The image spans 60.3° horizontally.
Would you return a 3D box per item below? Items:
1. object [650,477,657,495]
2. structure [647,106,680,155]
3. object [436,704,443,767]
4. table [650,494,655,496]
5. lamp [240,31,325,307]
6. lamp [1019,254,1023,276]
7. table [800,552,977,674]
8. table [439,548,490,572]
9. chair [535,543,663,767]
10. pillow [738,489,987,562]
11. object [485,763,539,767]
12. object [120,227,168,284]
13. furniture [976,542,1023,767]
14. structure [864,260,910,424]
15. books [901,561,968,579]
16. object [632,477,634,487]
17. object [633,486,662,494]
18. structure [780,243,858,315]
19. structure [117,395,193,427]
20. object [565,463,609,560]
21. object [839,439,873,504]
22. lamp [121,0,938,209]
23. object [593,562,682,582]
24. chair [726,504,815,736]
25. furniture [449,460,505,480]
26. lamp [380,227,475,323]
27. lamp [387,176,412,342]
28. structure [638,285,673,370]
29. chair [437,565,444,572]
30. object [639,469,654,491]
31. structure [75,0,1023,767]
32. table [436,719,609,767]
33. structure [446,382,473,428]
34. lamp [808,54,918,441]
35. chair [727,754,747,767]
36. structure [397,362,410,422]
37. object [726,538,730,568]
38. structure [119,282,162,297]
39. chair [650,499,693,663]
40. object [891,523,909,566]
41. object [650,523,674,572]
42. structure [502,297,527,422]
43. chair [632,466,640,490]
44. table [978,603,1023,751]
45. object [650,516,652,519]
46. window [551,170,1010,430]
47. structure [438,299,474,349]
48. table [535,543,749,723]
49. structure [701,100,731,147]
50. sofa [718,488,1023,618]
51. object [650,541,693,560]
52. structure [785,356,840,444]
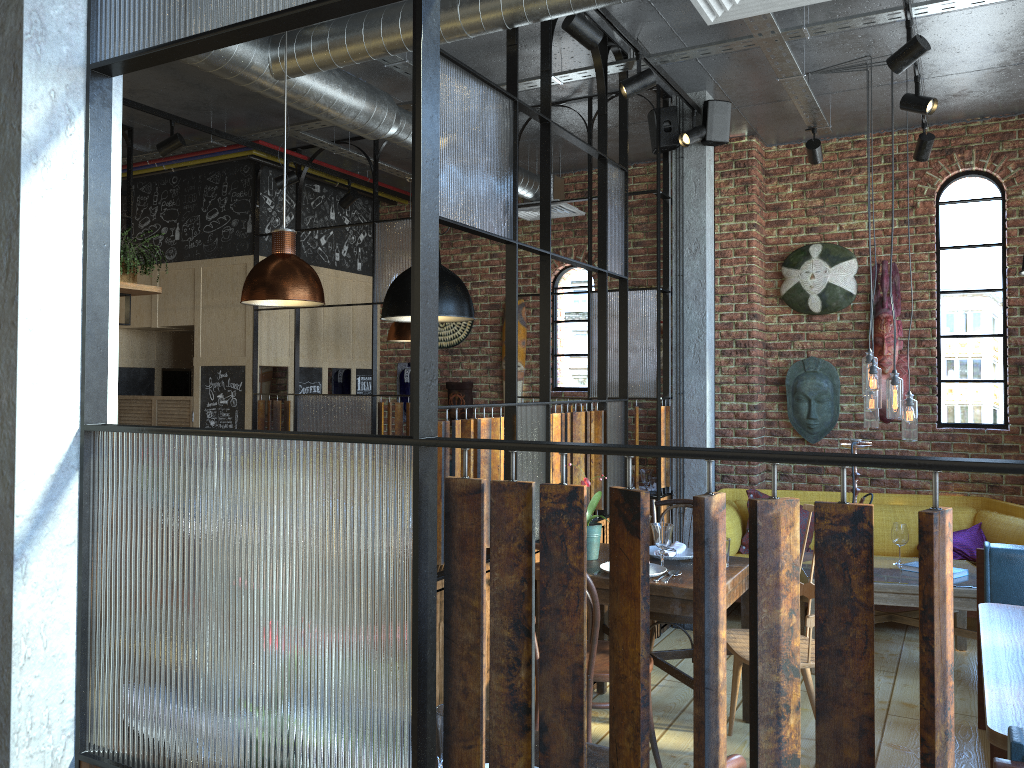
[{"bbox_3d":[1.018,0.725,6.235,0.081,0.119,0.088,1,-1,-30],"label":"object"},{"bbox_3d":[0.943,-1.578,5.491,0.185,0.268,0.165,0,-1,2],"label":"structure"},{"bbox_3d":[-0.115,0.717,1.779,0.084,0.119,0.084,0,-1,-3],"label":"object"},{"bbox_3d":[0.864,1.148,6.217,0.781,0.727,0.720,0,-1,29],"label":"table"},{"bbox_3d":[-0.994,-1.017,3.856,0.370,1.335,0.367,0,-1,1],"label":"lamp"},{"bbox_3d":[1.843,-1.012,2.664,0.504,1.327,0.554,1,-2,-44],"label":"lamp"},{"bbox_3d":[2.069,1.261,4.809,0.958,0.508,0.732,0,-1,14],"label":"table"},{"bbox_3d":[-0.456,1.142,4.840,0.758,0.728,0.988,0,-1,28],"label":"table"},{"bbox_3d":[0.282,1.046,3.390,0.524,0.921,0.458,1,-2,-39],"label":"chair"},{"bbox_3d":[2.275,0.934,5.793,1.538,0.454,0.389,0,-1,18],"label":"pillow"},{"bbox_3d":[0.000,0.753,1.636,0.281,0.051,0.311,0,0,32],"label":"object"},{"bbox_3d":[-2.635,-0.862,6.009,0.614,0.369,0.492,0,-1,7],"label":"object"},{"bbox_3d":[2.105,1.102,2.433,1.422,0.822,2.505,0,0,28],"label":"furniture"},{"bbox_3d":[2.641,-0.291,6.218,0.221,1.147,0.232,0,-1,-16],"label":"structure"},{"bbox_3d":[2.260,0.994,4.719,0.153,0.028,0.285,0,0,-38],"label":"books"},{"bbox_3d":[0.823,0.724,6.268,0.081,0.119,0.088,1,-1,-30],"label":"object"},{"bbox_3d":[0.980,0.760,6.420,0.339,0.051,0.258,0,0,32],"label":"object"},{"bbox_3d":[2.227,-0.764,6.411,0.553,0.521,0.141,0,-1,30],"label":"structure"},{"bbox_3d":[-3.288,0.597,5.281,1.276,0.995,4.970,0,0,1],"label":"structure"},{"bbox_3d":[0.347,0.569,3.965,0.200,0.427,0.144,1,-1,-27],"label":"object"},{"bbox_3d":[1.875,0.655,4.802,0.174,0.704,0.252,0,-1,19],"label":"object"},{"bbox_3d":[-1.471,-1.548,4.531,6.523,0.274,6.931,0,0,28],"label":"lamp"},{"bbox_3d":[0.514,0.756,3.626,0.339,0.051,0.258,0,0,32],"label":"object"},{"bbox_3d":[1.109,1.013,3.610,0.452,1.006,0.534,0,-1,0],"label":"chair"},{"bbox_3d":[-0.953,1.094,7.408,1.503,0.822,1.430,0,0,29],"label":"furniture"},{"bbox_3d":[-0.464,-1.019,4.888,0.554,1.327,0.504,-1,-2,41],"label":"lamp"},{"bbox_3d":[-0.831,-1.014,7.170,0.381,1.335,0.356,0,-1,21],"label":"lamp"},{"bbox_3d":[1.076,-0.437,7.069,0.613,0.727,0.122,0,-1,29],"label":"structure"},{"bbox_3d":[-0.486,1.043,3.818,0.544,0.915,0.387,-1,-1,33],"label":"chair"},{"bbox_3d":[0.929,0.689,6.094,0.094,0.192,0.103,1,-2,-41],"label":"object"},{"bbox_3d":[-1.966,-0.160,4.458,6.165,3.328,5.721,0,0,12],"label":"structure"},{"bbox_3d":[-0.216,1.141,1.718,0.781,0.727,0.720,0,-1,29],"label":"table"},{"bbox_3d":[-0.474,0.307,7.930,0.271,0.655,0.153,-1,-2,29],"label":"structure"},{"bbox_3d":[1.979,-0.753,4.982,0.276,2.121,0.525,1,-2,-37],"label":"lamp"},{"bbox_3d":[0.110,1.044,1.525,0.417,0.921,0.575,1,-2,-45],"label":"chair"},{"bbox_3d":[-0.952,0.077,8.225,0.337,0.559,0.109,-1,-2,30],"label":"structure"},{"bbox_3d":[0.894,0.723,3.783,0.087,0.119,0.082,0,-1,18],"label":"object"},{"bbox_3d":[-3.709,0.406,5.620,1.812,2.175,2.243,0,-1,28],"label":"structure"},{"bbox_3d":[0.804,1.049,4.304,0.420,0.915,0.503,0,-1,23],"label":"chair"},{"bbox_3d":[2.168,0.894,4.925,0.088,0.228,0.094,1,-1,-24],"label":"object"},{"bbox_3d":[0.631,0.686,3.702,0.096,0.192,0.100,0,-1,-14],"label":"object"},{"bbox_3d":[0.002,-0.223,7.680,0.241,1.121,0.090,-1,-2,29],"label":"structure"},{"bbox_3d":[0.680,1.012,5.701,0.550,1.006,0.439,0,-1,15],"label":"chair"},{"bbox_3d":[1.863,1.182,2.580,0.857,0.661,1.477,0,0,28],"label":"table"},{"bbox_3d":[0.575,0.686,3.947,0.099,0.192,0.097,0,-1,4],"label":"object"},{"bbox_3d":[2.646,-0.492,3.549,3.407,2.430,8.606,0,0,-7],"label":"window"},{"bbox_3d":[-0.644,-0.632,8.080,0.688,0.619,0.076,0,-1,28],"label":"structure"},{"bbox_3d":[0.597,1.146,3.830,0.781,0.727,0.720,0,-1,29],"label":"table"},{"bbox_3d":[1.216,-1.577,5.332,0.160,0.268,0.190,1,-1,-21],"label":"structure"},{"bbox_3d":[2.274,1.134,5.749,2.041,0.763,0.771,0,-1,14],"label":"sofa"},{"bbox_3d":[0.698,0.757,4.013,0.339,0.051,0.258,0,0,32],"label":"object"},{"bbox_3d":[2.183,0.118,6.409,0.383,0.640,0.099,-1,-2,31],"label":"structure"}]
